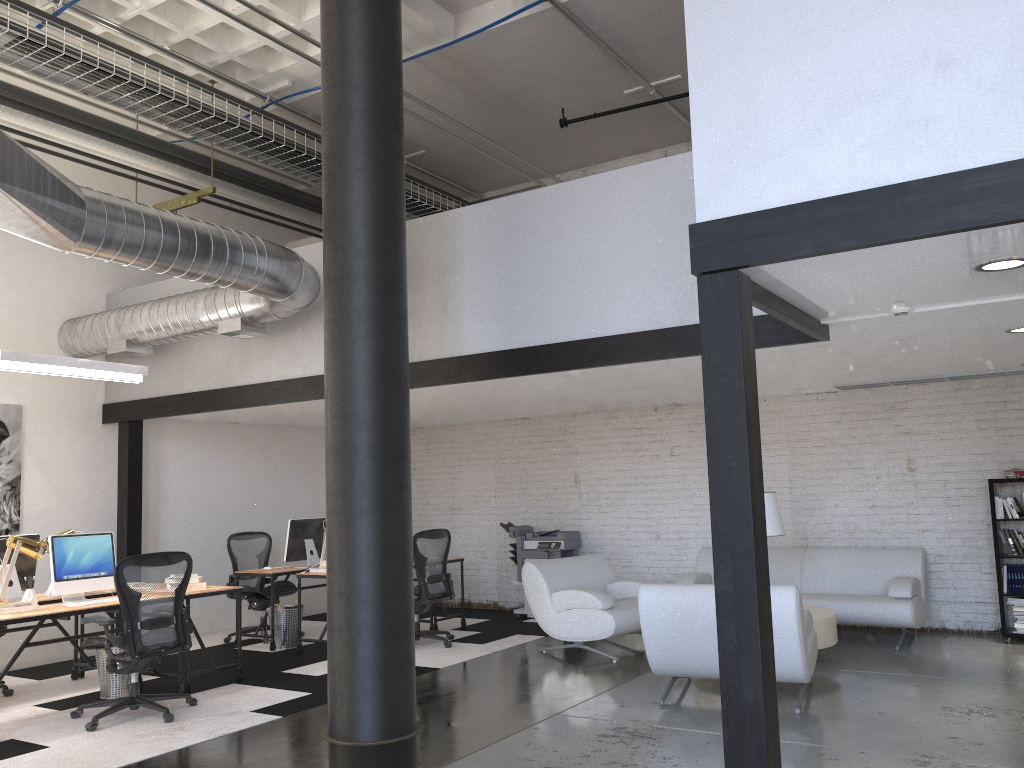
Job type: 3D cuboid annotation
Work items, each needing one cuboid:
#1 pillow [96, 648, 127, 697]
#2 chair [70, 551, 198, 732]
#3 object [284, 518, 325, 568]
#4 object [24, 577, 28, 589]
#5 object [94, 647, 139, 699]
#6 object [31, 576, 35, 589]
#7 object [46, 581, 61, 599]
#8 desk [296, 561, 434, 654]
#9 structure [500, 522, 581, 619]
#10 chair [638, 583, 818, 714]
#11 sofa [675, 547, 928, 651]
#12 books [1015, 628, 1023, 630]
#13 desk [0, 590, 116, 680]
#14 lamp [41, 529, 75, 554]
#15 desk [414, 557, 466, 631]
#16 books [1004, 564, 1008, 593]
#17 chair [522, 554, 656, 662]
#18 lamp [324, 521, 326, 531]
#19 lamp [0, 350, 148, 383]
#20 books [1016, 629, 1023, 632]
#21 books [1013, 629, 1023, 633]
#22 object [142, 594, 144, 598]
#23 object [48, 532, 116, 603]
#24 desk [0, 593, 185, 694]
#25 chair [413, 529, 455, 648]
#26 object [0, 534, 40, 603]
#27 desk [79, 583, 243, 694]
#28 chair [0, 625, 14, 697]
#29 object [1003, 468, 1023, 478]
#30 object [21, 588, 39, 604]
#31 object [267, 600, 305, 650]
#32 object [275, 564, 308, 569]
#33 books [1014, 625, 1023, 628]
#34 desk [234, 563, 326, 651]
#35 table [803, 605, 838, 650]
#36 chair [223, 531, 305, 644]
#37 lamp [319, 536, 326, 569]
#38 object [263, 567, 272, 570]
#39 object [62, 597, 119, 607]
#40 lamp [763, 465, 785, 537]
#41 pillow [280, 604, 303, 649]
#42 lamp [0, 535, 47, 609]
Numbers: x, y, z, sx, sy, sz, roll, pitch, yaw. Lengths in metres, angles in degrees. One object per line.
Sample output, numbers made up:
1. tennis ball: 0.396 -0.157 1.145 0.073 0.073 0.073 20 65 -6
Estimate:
1. pillow: -2.985 2.114 6.629 0.120 0.406 0.239 -6 -7 33
2. chair: -2.551 1.677 5.949 0.792 1.084 0.771 -4 -7 16
3. object: -2.049 1.589 8.866 0.190 0.484 0.484 -6 -8 32
4. object: -3.322 1.429 6.088 0.054 0.207 0.008 -2 -6 -3
5. object: -2.922 2.093 6.585 0.353 0.434 0.359 -5 -7 28
6. object: -3.314 1.432 6.115 0.008 0.207 0.054 -4 -6 15
7. object: -3.437 1.545 6.660 0.101 0.126 0.101 0 -7 -13
8. desk: -1.380 2.134 8.545 0.530 0.723 1.402 -6 -8 32
9. structure: 0.352 2.084 9.962 1.058 1.056 0.504 -6 -8 32
10. chair: 1.474 1.695 5.945 1.007 0.783 1.027 -5 -7 23
11. sofa: 2.648 1.942 8.241 2.138 0.776 1.016 -6 -8 32
12. books: 4.358 2.051 7.501 0.162 0.019 0.254 -7 -8 34
13. desk: -3.717 1.970 6.560 0.530 0.723 1.402 -6 -8 32
14. lamp: -3.479 1.366 6.901 0.128 0.469 0.345 -6 -8 32
15. desk: -1.220 2.258 9.593 1.402 0.723 0.530 -6 -8 32
16. books: 4.231 1.664 7.595 0.043 0.232 0.173 -6 -8 32
17. chair: 0.799 1.960 7.914 1.027 0.783 1.007 -8 -9 43
18. lamp: -1.853 1.611 9.340 0.128 0.469 0.345 -6 -8 32
19. lamp: -5.055 -1.696 4.356 0.226 2.859 7.309 -6 -8 32
20. books: 4.360 2.068 7.495 0.169 0.015 0.268 -6 -8 29
21. books: 4.348 2.084 7.503 0.169 0.015 0.268 -7 -8 34
22. object: -2.725 1.546 6.476 0.106 0.029 0.059 -6 -8 33
23. object: -3.088 1.317 6.367 0.190 0.484 0.484 -6 -8 32
24. desk: -3.006 1.890 6.106 0.530 0.723 1.402 -6 -8 32
25. chair: -0.926 1.922 8.388 0.792 1.084 0.771 -4 -7 16
26. object: -3.675 1.344 6.427 0.190 0.484 0.484 -6 -8 32
27. desk: -2.846 2.013 7.154 1.402 0.723 0.530 -6 -8 32
28. chair: -4.183 1.831 6.754 0.792 1.084 0.771 -4 -7 16
29. object: 4.384 0.768 7.658 0.286 0.083 0.117 1 -7 -23
30. object: -3.314 1.472 6.096 0.101 0.126 0.101 0 -7 -13
31. object: -2.165 2.301 8.489 0.353 0.434 0.359 -5 -7 28
32. object: -2.215 1.843 8.981 0.119 0.017 0.439 -6 -8 32
33. books: 4.371 2.033 7.483 0.216 0.013 0.292 -7 -8 33
34. desk: -2.091 2.214 8.999 0.530 0.723 1.402 -6 -8 32
35. table: 1.991 2.012 7.049 1.119 0.394 1.120 -4 -7 14
36. chair: -2.557 2.076 9.193 0.792 1.084 0.771 -4 -7 16
37. lamp: -1.660 1.482 8.338 0.126 0.469 0.345 -6 -8 32
38. object: -2.397 1.809 8.709 0.106 0.029 0.059 -6 -8 33
39. object: -2.907 1.525 6.203 0.119 0.017 0.439 -6 -8 32
40. lamp: 1.962 0.557 7.241 0.436 1.345 0.436 4 -9 -43
41. pillow: -2.100 2.306 8.442 0.120 0.406 0.239 -6 -7 33
42. lamp: -3.285 1.237 5.899 0.126 0.469 0.345 -6 -8 32
